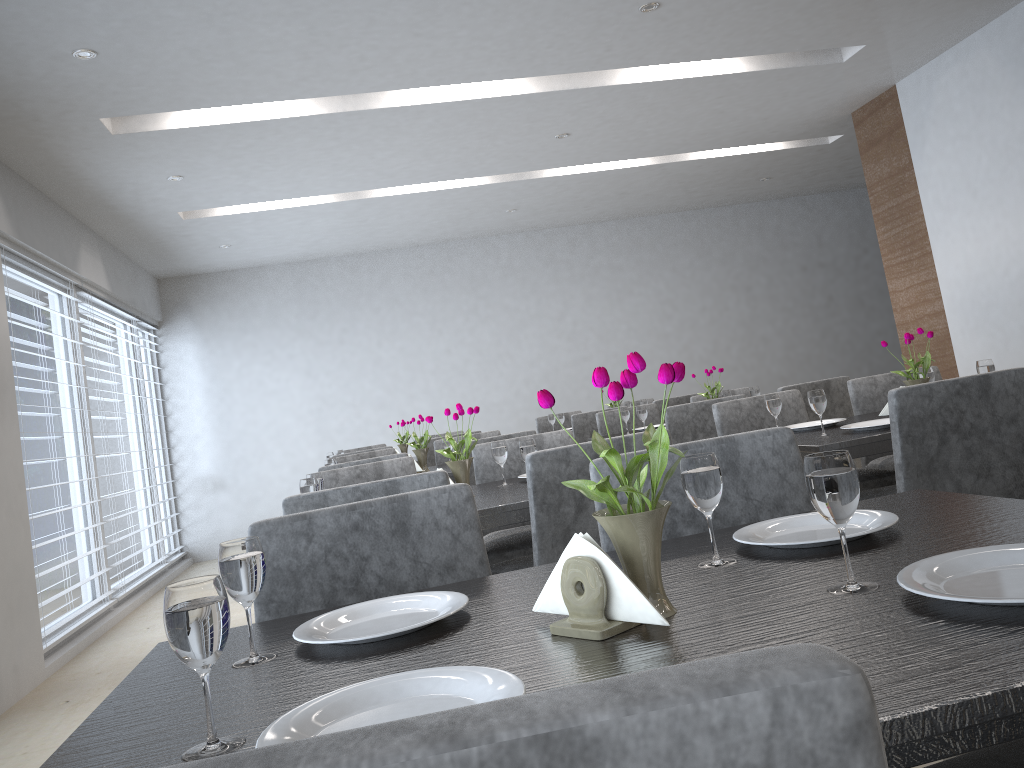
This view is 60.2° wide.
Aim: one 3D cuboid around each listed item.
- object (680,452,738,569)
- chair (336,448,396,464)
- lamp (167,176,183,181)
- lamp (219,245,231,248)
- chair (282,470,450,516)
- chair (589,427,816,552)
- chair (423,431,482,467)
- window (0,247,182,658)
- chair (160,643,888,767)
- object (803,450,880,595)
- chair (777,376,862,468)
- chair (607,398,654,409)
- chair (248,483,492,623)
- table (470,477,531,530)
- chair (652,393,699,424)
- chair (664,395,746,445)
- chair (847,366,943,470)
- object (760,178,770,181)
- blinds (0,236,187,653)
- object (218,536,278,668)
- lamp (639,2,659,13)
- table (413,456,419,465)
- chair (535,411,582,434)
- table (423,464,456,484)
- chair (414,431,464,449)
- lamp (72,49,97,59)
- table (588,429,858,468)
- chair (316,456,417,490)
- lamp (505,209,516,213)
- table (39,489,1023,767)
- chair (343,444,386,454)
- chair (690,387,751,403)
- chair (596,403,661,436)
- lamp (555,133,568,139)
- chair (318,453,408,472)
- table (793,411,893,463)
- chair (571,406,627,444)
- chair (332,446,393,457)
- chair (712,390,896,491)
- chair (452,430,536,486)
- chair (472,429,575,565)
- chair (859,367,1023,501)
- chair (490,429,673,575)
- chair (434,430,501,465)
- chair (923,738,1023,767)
[{"bbox_3d":[0.252,0.161,1.139,0.053,0.140,0.053,-13,-6,32],"label":"object"},{"bbox_3d":[-0.703,0.738,4.552,0.478,0.768,0.487,-8,-5,-15],"label":"chair"},{"bbox_3d":[-1.960,-1.196,5.144,0.088,0.007,0.089,-10,-2,35],"label":"lamp"},{"bbox_3d":[-2.285,-1.094,7.037,0.088,0.007,0.089,-10,-2,35],"label":"lamp"},{"bbox_3d":[-0.287,0.608,2.175,0.477,0.768,0.488,-9,-5,-5],"label":"chair"},{"bbox_3d":[0.399,0.472,1.319,0.477,0.768,0.488,-9,-5,-5],"label":"chair"},{"bbox_3d":[-0.369,0.712,5.740,0.478,0.768,0.487,-8,-5,-15],"label":"chair"},{"bbox_3d":[-2.777,0.399,5.908,0.159,2.086,3.631,-8,-3,-10],"label":"window"},{"bbox_3d":[-0.003,0.518,0.520,0.477,0.768,0.488,-9,-5,-5],"label":"chair"},{"bbox_3d":[0.338,0.141,0.914,0.053,0.140,0.053,-13,-7,37],"label":"object"},{"bbox_3d":[1.405,0.379,4.282,0.478,0.768,0.487,-8,-5,-15],"label":"chair"},{"bbox_3d":[1.006,0.507,6.667,0.477,0.768,0.488,-9,-5,-5],"label":"chair"},{"bbox_3d":[-0.132,0.558,1.226,0.478,0.768,0.487,-8,-5,-15],"label":"chair"},{"bbox_3d":[-0.079,0.647,2.576,1.191,0.639,0.771,-9,-3,-10],"label":"table"},{"bbox_3d":[1.107,0.474,6.022,0.478,0.768,0.487,-8,-5,-15],"label":"chair"},{"bbox_3d":[0.903,0.459,4.128,0.477,0.768,0.488,-9,-5,-5],"label":"chair"},{"bbox_3d":[1.591,0.322,3.255,0.477,0.768,0.488,-9,-5,-5],"label":"chair"},{"bbox_3d":[2.260,-1.829,7.906,0.088,0.007,0.089,-10,-2,35],"label":"object"},{"bbox_3d":[-2.680,0.357,5.939,0.045,2.056,3.623,-8,-3,-10],"label":"blinds"},{"bbox_3d":[-0.310,0.252,1.032,0.053,0.140,0.053,-13,-6,32],"label":"object"},{"bbox_3d":[0.602,-1.655,3.887,0.088,0.007,0.089,-10,-2,35],"label":"lamp"},{"bbox_3d":[-0.665,0.832,5.988,1.191,0.639,0.771,-9,-3,-10],"label":"table"},{"bbox_3d":[0.475,0.593,6.573,0.478,0.768,0.487,-8,-5,-15],"label":"chair"},{"bbox_3d":[-0.366,0.738,4.248,1.191,0.639,0.771,-9,-3,-10],"label":"table"},{"bbox_3d":[-0.470,0.746,6.385,0.477,0.768,0.488,-9,-5,-5],"label":"chair"},{"bbox_3d":[-1.670,-1.287,3.453,0.088,0.007,0.089,-10,-2,35],"label":"lamp"},{"bbox_3d":[1.110,0.499,4.530,1.191,0.639,0.771,-9,-3,-10],"label":"table"},{"bbox_3d":[-0.416,0.647,2.880,0.478,0.768,0.487,-8,-5,-15],"label":"chair"},{"bbox_3d":[-0.012,-1.461,7.471,0.088,0.007,0.089,-10,-2,35],"label":"lamp"},{"bbox_3d":[0.204,0.558,0.922,1.191,0.639,0.771,-9,-3,-10],"label":"table"},{"bbox_3d":[-1.001,0.832,6.291,0.478,0.768,0.487,-8,-5,-15],"label":"chair"},{"bbox_3d":[1.305,0.413,4.927,0.477,0.768,0.488,-9,-5,-5],"label":"chair"},{"bbox_3d":[0.773,0.499,4.833,0.478,0.768,0.487,-8,-5,-15],"label":"chair"},{"bbox_3d":[0.312,-1.564,5.578,0.088,0.007,0.089,-10,-2,35],"label":"lamp"},{"bbox_3d":[-0.573,0.698,3.846,0.477,0.768,0.488,-9,-5,-5],"label":"chair"},{"bbox_3d":[1.397,0.408,2.858,1.191,0.639,0.771,-9,-3,-10],"label":"table"},{"bbox_3d":[0.604,0.553,5.868,0.477,0.768,0.488,-9,-5,-5],"label":"chair"},{"bbox_3d":[-0.872,0.792,5.586,0.477,0.768,0.488,-9,-5,-5],"label":"chair"},{"bbox_3d":[1.060,0.408,3.162,0.478,0.768,0.487,-8,-5,-15],"label":"chair"},{"bbox_3d":[-0.071,0.618,4.000,0.478,0.768,0.487,-8,-5,-15],"label":"chair"},{"bbox_3d":[0.115,0.561,2.973,0.477,0.768,0.488,-9,-5,-5],"label":"chair"},{"bbox_3d":[1.189,0.369,2.456,0.477,0.768,0.488,-9,-5,-5],"label":"chair"},{"bbox_3d":[0.216,0.528,2.329,0.478,0.768,0.487,-8,-5,-15],"label":"chair"},{"bbox_3d":[-0.171,0.652,4.645,0.477,0.768,0.488,-9,-5,-5],"label":"chair"},{"bbox_3d":[0.500,0.439,0.674,0.478,0.768,0.487,-8,-5,-15],"label":"chair"}]
